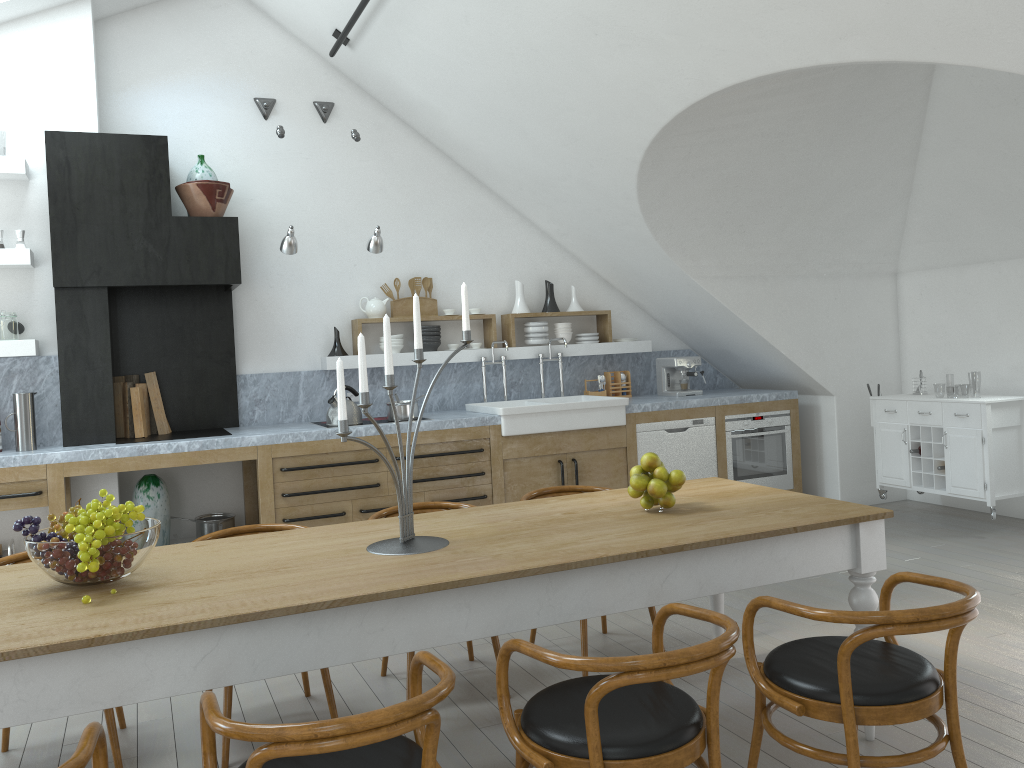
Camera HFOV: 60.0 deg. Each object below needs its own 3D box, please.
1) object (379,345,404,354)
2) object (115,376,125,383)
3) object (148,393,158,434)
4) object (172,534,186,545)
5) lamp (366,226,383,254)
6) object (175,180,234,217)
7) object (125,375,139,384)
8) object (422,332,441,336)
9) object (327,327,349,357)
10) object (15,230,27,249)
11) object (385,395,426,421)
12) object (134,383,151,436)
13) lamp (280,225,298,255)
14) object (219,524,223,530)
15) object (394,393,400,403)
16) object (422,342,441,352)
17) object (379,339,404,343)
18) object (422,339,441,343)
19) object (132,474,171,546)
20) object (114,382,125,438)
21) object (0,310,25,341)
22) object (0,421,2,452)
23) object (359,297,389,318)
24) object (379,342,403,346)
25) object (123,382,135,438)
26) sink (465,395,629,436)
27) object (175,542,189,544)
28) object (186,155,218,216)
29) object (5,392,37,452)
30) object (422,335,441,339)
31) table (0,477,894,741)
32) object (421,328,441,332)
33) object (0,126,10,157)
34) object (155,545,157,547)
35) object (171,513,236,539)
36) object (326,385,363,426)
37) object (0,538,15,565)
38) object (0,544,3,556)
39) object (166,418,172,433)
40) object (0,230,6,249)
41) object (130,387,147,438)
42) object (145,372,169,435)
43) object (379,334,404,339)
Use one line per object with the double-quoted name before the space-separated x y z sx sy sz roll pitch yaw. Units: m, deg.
"object" -0.902 -0.259 6.654 0.181 0.063 0.181 -3 2 0
"object" -2.602 0.161 5.910 0.068 0.425 0.088 -3 1 -9
"object" -2.446 0.210 5.970 0.110 0.296 0.105 -2 1 42
"object" -2.150 1.032 5.651 0.508 0.052 0.264 -1 3 44
"lamp" -0.896 -0.950 5.871 0.112 0.176 0.169 -4 1 -31
"object" -1.995 -1.173 5.758 0.348 0.236 0.366 -3 2 -5
"object" -2.532 0.168 5.931 0.089 0.458 0.110 -3 1 -23
"object" -0.644 -0.357 6.765 0.206 0.072 0.205 -4 3 -35
"object" -1.284 -0.313 6.514 0.156 0.218 0.156 -4 1 -42
"object" -2.940 -0.860 5.302 0.068 0.124 0.064 -3 1 -29
"object" -0.700 0.174 6.204 0.395 0.170 0.232 -5 2 -43
"object" -2.439 0.179 5.835 0.072 0.366 0.130 -3 1 -5
"lamp" -1.428 -0.910 5.649 0.115 0.178 0.164 -3 1 -5
"object" -1.864 1.006 5.766 0.182 0.133 0.309 -3 2 1
"object" -0.788 0.153 6.203 0.051 0.167 0.236 -3 2 -28
"object" -0.642 -0.281 6.764 0.206 0.072 0.205 -4 3 -35
"object" -0.903 -0.305 6.654 0.181 0.069 0.181 -3 2 -5
"object" -0.644 -0.307 6.764 0.205 0.086 0.205 -2 2 15
"object" -2.359 0.842 5.806 0.231 0.498 0.231 -3 1 18
"object" -2.548 0.169 5.756 0.057 0.359 0.075 -3 1 -9
"object" -2.992 -0.347 5.286 0.103 0.178 0.207 -3 2 -1
"object" -3.051 0.241 5.210 0.081 0.329 0.081 -3 1 4
"object" -1.028 -0.571 6.635 0.168 0.169 0.174 -4 2 -39
"object" -0.904 -0.281 6.653 0.181 0.065 0.181 -2 2 14
"object" -2.490 0.172 5.766 0.068 0.367 0.131 -3 1 -9
"sink" 0.254 0.226 6.581 1.021 0.202 0.727 -4 2 -23
"object" -2.065 1.027 5.655 0.170 0.035 0.061 -4 2 -23
"object" -2.114 -1.314 6.065 0.230 0.503 0.231 -3 1 18
"object" -2.882 0.224 5.215 0.164 0.339 0.114 -3 1 -20
"object" -0.641 -0.335 6.760 0.205 0.086 0.205 -2 2 20
"table" -0.416 0.925 2.834 3.351 0.799 1.018 -4 2 -23
"object" -0.643 -0.382 6.769 0.205 0.084 0.206 -3 2 5
"object" -2.998 -1.422 5.233 0.063 0.187 0.063 -2 1 35
"object" -2.084 1.040 5.391 0.154 0.113 0.261 -4 2 -34
"object" -2.118 0.977 6.080 0.455 0.197 0.268 -3 2 11
"object" -1.142 0.139 6.010 0.246 0.267 0.246 -3 1 -13
"object" -3.138 1.047 5.046 0.527 0.231 0.429 -4 2 -25
"object" -3.211 0.998 5.160 0.423 0.073 0.071 -4 2 -26
"object" -2.364 0.215 5.984 0.113 0.251 0.057 -3 1 -20
"object" -3.042 -0.853 5.258 0.068 0.124 0.064 -3 1 -29
"object" -2.407 0.187 5.719 0.081 0.336 0.148 -3 1 -33
"object" -2.357 0.130 5.903 0.148 0.427 0.078 -3 1 12
"object" -0.903 -0.333 6.654 0.180 0.076 0.181 -2 2 15
